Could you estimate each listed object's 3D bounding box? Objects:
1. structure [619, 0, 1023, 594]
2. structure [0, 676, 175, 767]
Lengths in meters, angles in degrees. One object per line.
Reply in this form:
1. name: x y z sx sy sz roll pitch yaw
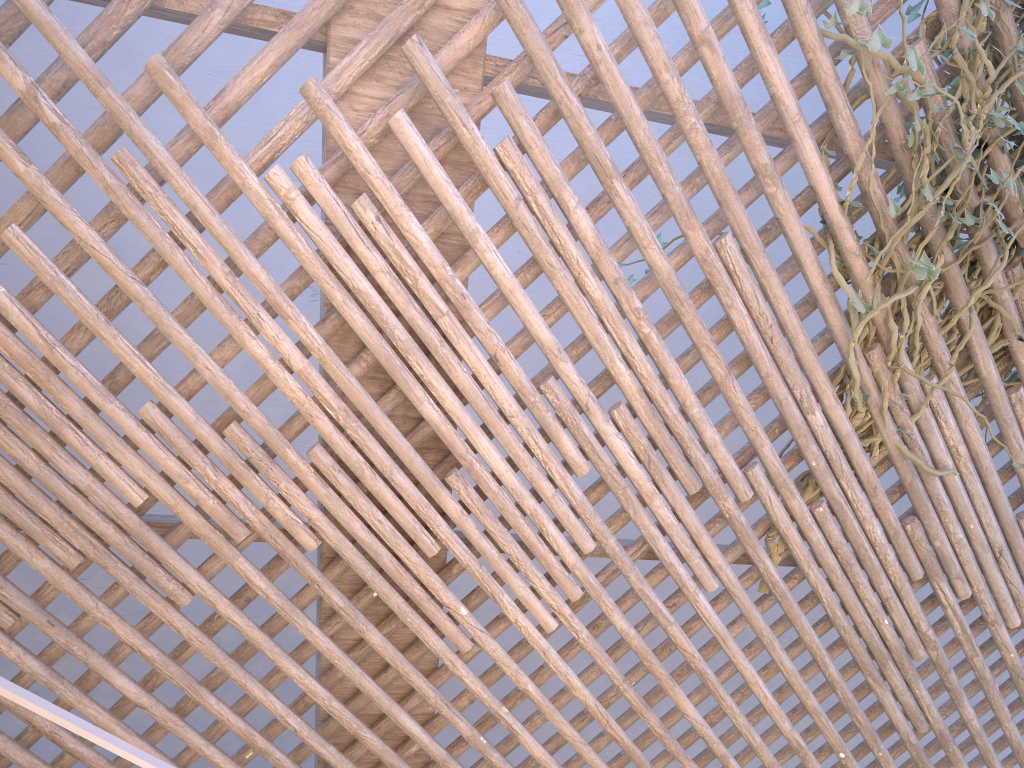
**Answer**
1. structure: 1.358 -0.865 1.528 2.378 3.000 0.649 2 20 -16
2. structure: -0.188 1.168 1.312 1.978 2.164 1.046 3 18 -15
